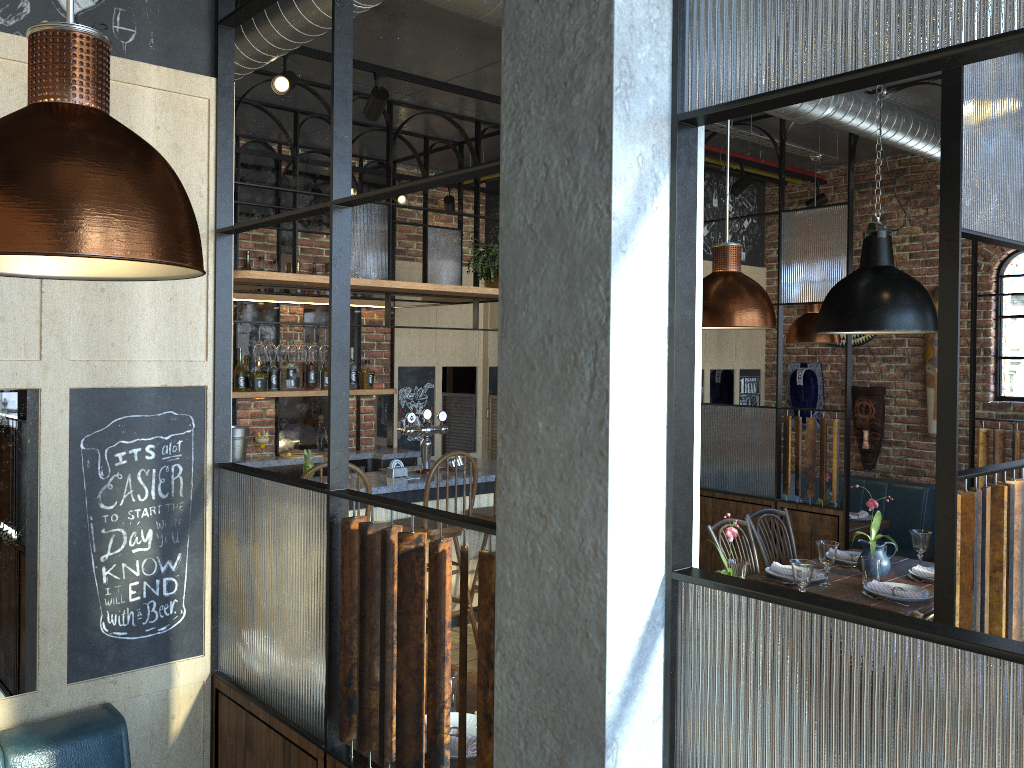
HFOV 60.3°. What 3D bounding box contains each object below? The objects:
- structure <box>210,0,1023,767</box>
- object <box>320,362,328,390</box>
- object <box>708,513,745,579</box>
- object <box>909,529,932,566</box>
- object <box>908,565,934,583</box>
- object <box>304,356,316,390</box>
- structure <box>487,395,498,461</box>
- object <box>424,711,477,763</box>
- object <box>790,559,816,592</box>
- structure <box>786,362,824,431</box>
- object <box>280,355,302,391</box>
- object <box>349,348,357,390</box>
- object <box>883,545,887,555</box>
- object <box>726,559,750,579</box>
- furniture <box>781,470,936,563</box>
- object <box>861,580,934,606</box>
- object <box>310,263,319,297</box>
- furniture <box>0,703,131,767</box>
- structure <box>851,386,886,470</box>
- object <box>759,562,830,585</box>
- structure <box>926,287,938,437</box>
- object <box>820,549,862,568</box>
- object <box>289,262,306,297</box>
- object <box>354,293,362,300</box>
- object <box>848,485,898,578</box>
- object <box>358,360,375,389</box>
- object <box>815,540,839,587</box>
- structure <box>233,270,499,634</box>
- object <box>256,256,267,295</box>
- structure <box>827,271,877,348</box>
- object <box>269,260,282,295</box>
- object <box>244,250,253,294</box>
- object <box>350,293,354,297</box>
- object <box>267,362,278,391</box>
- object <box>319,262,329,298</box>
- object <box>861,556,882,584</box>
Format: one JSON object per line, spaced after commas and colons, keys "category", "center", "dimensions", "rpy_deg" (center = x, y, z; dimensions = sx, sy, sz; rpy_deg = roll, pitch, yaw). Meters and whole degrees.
{"category": "structure", "center": [0.095, -0.054, 4.266], "dimensions": [6.302, 3.325, 5.593], "rpy_deg": [1, 2, 33]}
{"category": "object", "center": [-1.438, -0.085, 6.770], "dimensions": [0.069, 0.263, 0.063], "rpy_deg": [1, 1, 30]}
{"category": "object", "center": [0.834, 0.699, 3.425], "dimensions": [0.145, 0.426, 0.204], "rpy_deg": [0, 1, -8]}
{"category": "object", "center": [1.956, 0.801, 4.222], "dimensions": [0.096, 0.191, 0.101], "rpy_deg": [0, 1, -16]}
{"category": "object", "center": [1.998, 0.876, 4.082], "dimensions": [0.310, 0.051, 0.282], "rpy_deg": [-1, 2, -37]}
{"category": "object", "center": [-1.535, -0.103, 6.703], "dimensions": [0.083, 0.302, 0.089], "rpy_deg": [0, 1, -22]}
{"category": "structure", "center": [-0.892, 0.661, 5.496], "dimensions": [1.315, 0.994, 4.825], "rpy_deg": [1, 2, 22]}
{"category": "object", "center": [-0.138, 0.913, 2.319], "dimensions": [0.310, 0.051, 0.282], "rpy_deg": [-1, 2, -37]}
{"category": "object", "center": [1.177, 0.815, 3.571], "dimensions": [0.095, 0.191, 0.101], "rpy_deg": [0, 1, -21]}
{"category": "structure", "center": [2.417, 0.102, 7.317], "dimensions": [0.109, 0.559, 0.339], "rpy_deg": [0, 1, -41]}
{"category": "object", "center": [-1.649, -0.090, 6.580], "dimensions": [0.162, 0.283, 0.127], "rpy_deg": [0, 1, -27]}
{"category": "object", "center": [-1.262, -0.121, 6.943], "dimensions": [0.073, 0.329, 0.078], "rpy_deg": [0, 0, -17]}
{"category": "object", "center": [1.759, 0.834, 4.245], "dimensions": [0.088, 0.119, 0.081], "rpy_deg": [1, 1, 32]}
{"category": "object", "center": [0.910, 0.813, 3.562], "dimensions": [0.099, 0.191, 0.097], "rpy_deg": [1, 1, 6]}
{"category": "furniture", "center": [2.126, 1.138, 6.609], "dimensions": [1.422, 0.822, 1.511], "rpy_deg": [-1, 2, -41]}
{"category": "object", "center": [1.670, 0.883, 3.791], "dimensions": [0.310, 0.051, 0.282], "rpy_deg": [-1, 2, -37]}
{"category": "object", "center": [-1.512, -0.790, 6.738], "dimensions": [0.063, 0.263, 0.069], "rpy_deg": [0, 1, -41]}
{"category": "furniture", "center": [-1.067, 1.276, 1.325], "dimensions": [1.376, 0.822, 1.562], "rpy_deg": [-1, 2, -41]}
{"category": "structure", "center": [2.776, 0.346, 6.890], "dimensions": [0.153, 0.655, 0.272], "rpy_deg": [0, 1, -41]}
{"category": "object", "center": [1.303, 0.871, 4.075], "dimensions": [0.310, 0.051, 0.282], "rpy_deg": [-1, 2, -37]}
{"category": "structure", "center": [3.148, -0.169, 6.481], "dimensions": [0.089, 1.120, 0.243], "rpy_deg": [0, 1, -41]}
{"category": "object", "center": [1.697, 0.864, 4.402], "dimensions": [0.310, 0.051, 0.282], "rpy_deg": [-1, 2, -37]}
{"category": "object", "center": [-1.616, -0.789, 6.636], "dimensions": [0.111, 0.265, 0.122], "rpy_deg": [0, 1, -40]}
{"category": "object", "center": [-1.218, -0.795, 6.988], "dimensions": [0.069, 0.263, 0.063], "rpy_deg": [1, 1, 36]}
{"category": "object", "center": [1.693, 0.684, 4.103], "dimensions": [0.211, 0.431, 0.141], "rpy_deg": [0, 1, -21]}
{"category": "object", "center": [-1.152, -0.075, 6.995], "dimensions": [0.093, 0.235, 0.137], "rpy_deg": [1, 1, 34]}
{"category": "object", "center": [1.411, 0.805, 3.946], "dimensions": [0.095, 0.191, 0.101], "rpy_deg": [0, 1, -21]}
{"category": "structure", "center": [-1.181, 0.455, 5.945], "dimensions": [2.231, 2.173, 1.823], "rpy_deg": [0, 1, -41]}
{"category": "object", "center": [-1.842, -0.795, 6.477], "dimensions": [0.072, 0.284, 0.079], "rpy_deg": [0, 1, -40]}
{"category": "structure", "center": [2.663, -0.599, 7.058], "dimensions": [0.075, 0.619, 0.694], "rpy_deg": [0, 1, -43]}
{"category": "object", "center": [-1.752, -0.785, 6.528], "dimensions": [0.074, 0.263, 0.082], "rpy_deg": [0, 1, -40]}
{"category": "object", "center": [-1.921, -0.811, 6.400], "dimensions": [0.084, 0.318, 0.077], "rpy_deg": [1, 1, 30]}
{"category": "object", "center": [-1.274, -0.794, 6.940], "dimensions": [0.069, 0.263, 0.063], "rpy_deg": [1, 1, 43]}
{"category": "object", "center": [-1.767, -0.089, 6.510], "dimensions": [0.072, 0.284, 0.079], "rpy_deg": [0, 1, -40]}
{"category": "object", "center": [-1.404, -0.802, 6.816], "dimensions": [0.162, 0.283, 0.127], "rpy_deg": [0, 1, -27]}
{"category": "object", "center": [1.614, 0.841, 3.961], "dimensions": [0.088, 0.119, 0.081], "rpy_deg": [1, 1, 32]}
